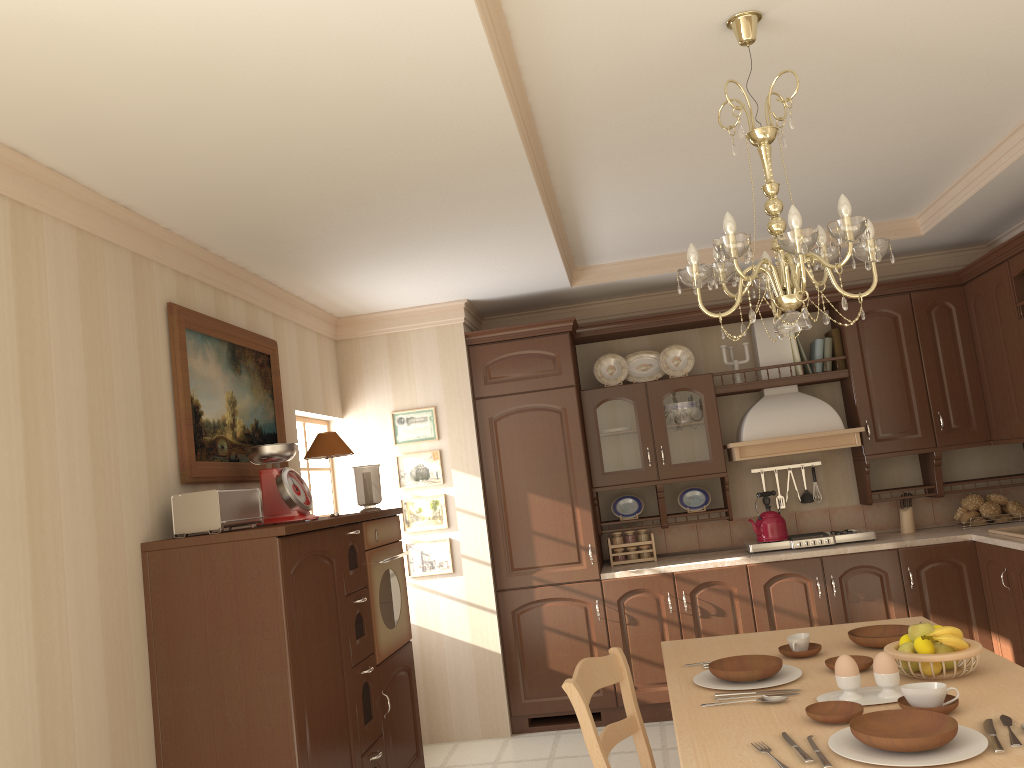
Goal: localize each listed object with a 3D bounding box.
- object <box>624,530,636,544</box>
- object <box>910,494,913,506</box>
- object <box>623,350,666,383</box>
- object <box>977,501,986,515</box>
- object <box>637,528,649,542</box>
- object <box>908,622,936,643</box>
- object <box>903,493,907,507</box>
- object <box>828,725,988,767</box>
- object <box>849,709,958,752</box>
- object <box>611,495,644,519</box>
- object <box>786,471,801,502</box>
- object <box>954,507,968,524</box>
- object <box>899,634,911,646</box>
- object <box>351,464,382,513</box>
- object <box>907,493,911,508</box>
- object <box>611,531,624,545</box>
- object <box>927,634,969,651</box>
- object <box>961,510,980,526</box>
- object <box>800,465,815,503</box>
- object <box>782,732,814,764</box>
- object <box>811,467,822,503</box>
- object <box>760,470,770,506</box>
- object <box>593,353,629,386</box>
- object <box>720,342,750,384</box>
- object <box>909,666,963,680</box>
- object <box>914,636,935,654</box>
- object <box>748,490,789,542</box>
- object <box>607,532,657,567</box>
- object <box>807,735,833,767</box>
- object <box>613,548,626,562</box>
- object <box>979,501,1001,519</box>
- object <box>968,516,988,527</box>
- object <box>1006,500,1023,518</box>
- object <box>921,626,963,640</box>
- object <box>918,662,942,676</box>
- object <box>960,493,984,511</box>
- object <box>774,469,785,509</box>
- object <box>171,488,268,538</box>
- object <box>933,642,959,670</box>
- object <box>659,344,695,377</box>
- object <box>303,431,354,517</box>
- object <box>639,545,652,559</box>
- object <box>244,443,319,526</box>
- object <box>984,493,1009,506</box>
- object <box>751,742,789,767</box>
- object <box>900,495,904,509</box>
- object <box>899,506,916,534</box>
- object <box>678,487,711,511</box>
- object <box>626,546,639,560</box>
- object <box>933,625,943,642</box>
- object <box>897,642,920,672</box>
[{"bbox_3d":[0.724,0.937,5.434,0.068,0.088,0.068,-10,-7,23],"label":"object"},{"bbox_3d":[2.382,0.737,5.296,0.050,0.159,0.022,-4,-7,-23],"label":"object"},{"bbox_3d":[0.826,-0.111,5.562,0.342,0.209,0.073,-8,-7,8],"label":"object"},{"bbox_3d":[2.755,0.729,5.215,0.113,0.092,0.110,-3,-8,-31],"label":"object"},{"bbox_3d":[0.801,0.928,5.431,0.068,0.088,0.068,-10,-7,23],"label":"object"},{"bbox_3d":[1.078,0.658,2.329,0.068,0.061,0.069,-10,-7,23],"label":"object"},{"bbox_3d":[2.351,0.746,5.298,0.052,0.191,0.027,-2,-8,-37],"label":"object"},{"bbox_3d":[0.797,0.726,1.793,0.299,0.009,0.299,-5,-7,-14],"label":"object"},{"bbox_3d":[0.794,0.708,1.795,0.204,0.042,0.204,-4,-7,-23],"label":"object"},{"bbox_3d":[0.715,0.760,5.495,0.202,0.143,0.071,-7,-7,5],"label":"object"},{"bbox_3d":[1.722,0.631,5.473,0.089,0.195,0.005,-8,-7,7],"label":"object"},{"bbox_3d":[2.653,0.771,5.216,0.123,0.109,0.092,-4,-7,-25],"label":"object"},{"bbox_3d":[1.058,0.692,2.366,0.045,0.047,0.055,-12,-8,39],"label":"object"},{"bbox_3d":[-0.697,0.507,4.295,0.144,0.220,0.144,-6,-7,-10],"label":"object"},{"bbox_3d":[2.359,0.747,5.265,0.053,0.198,0.027,-6,-7,-9],"label":"object"},{"bbox_3d":[0.646,0.947,5.437,0.068,0.088,0.068,-10,-7,23],"label":"object"},{"bbox_3d":[1.125,0.672,2.254,0.064,0.094,0.176,-13,-9,43],"label":"object"},{"bbox_3d":[2.659,0.780,5.144,0.114,0.092,0.104,-2,-8,-36],"label":"object"},{"bbox_3d":[1.808,0.619,5.475,0.088,0.236,0.028,-8,-7,7],"label":"object"},{"bbox_3d":[0.593,0.759,1.858,0.018,0.008,0.212,-7,-6,1],"label":"object"},{"bbox_3d":[1.867,0.621,5.454,0.049,0.219,0.049,-5,-7,-15],"label":"object"},{"bbox_3d":[1.564,0.646,5.491,0.048,0.231,0.015,-8,-7,8],"label":"object"},{"bbox_3d":[0.617,-0.092,5.531,0.220,0.210,0.068,-7,-7,5],"label":"object"},{"bbox_3d":[1.366,-0.117,5.462,0.163,0.248,0.174,-3,-8,-30],"label":"object"},{"bbox_3d":[1.101,0.747,2.303,0.128,0.011,0.128,-1,-9,-42],"label":"object"},{"bbox_3d":[1.056,0.673,2.270,0.045,0.053,0.051,-6,-7,-5],"label":"object"},{"bbox_3d":[1.490,0.767,5.155,0.181,0.282,0.227,-11,-7,30],"label":"object"},{"bbox_3d":[0.731,1.009,5.427,0.276,0.170,0.140,-7,-6,2],"label":"object"},{"bbox_3d":[0.628,0.750,1.815,0.022,0.008,0.218,-8,-7,9],"label":"object"},{"bbox_3d":[0.658,1.046,5.426,0.068,0.088,0.068,-10,-7,23],"label":"object"},{"bbox_3d":[2.755,0.726,5.114,0.110,0.102,0.115,-12,-8,36],"label":"object"},{"bbox_3d":[2.704,0.796,5.158,0.114,0.058,0.119,-3,-7,-28],"label":"object"},{"bbox_3d":[2.899,0.719,5.094,0.117,0.106,0.097,-2,-8,-37],"label":"object"},{"bbox_3d":[1.121,0.657,2.276,0.184,0.085,0.066,0,-9,-45],"label":"object"},{"bbox_3d":[1.062,0.718,2.253,0.055,0.046,0.046,-12,-8,40],"label":"object"},{"bbox_3d":[2.686,0.690,5.174,0.118,0.105,0.100,-7,-6,2],"label":"object"},{"bbox_3d":[1.648,0.648,5.482,0.051,0.245,0.003,-8,-7,7],"label":"object"},{"bbox_3d":[-1.055,0.464,3.228,0.192,0.150,0.360,-8,-7,7],"label":"object"},{"bbox_3d":[1.111,0.701,2.285,0.077,0.065,0.076,-5,-7,-16],"label":"object"},{"bbox_3d":[1.017,-0.146,5.482,0.220,0.210,0.068,-7,-7,5],"label":"object"},{"bbox_3d":[-0.840,0.418,4.107,0.237,0.388,0.235,-9,-7,19],"label":"object"},{"bbox_3d":[0.813,1.027,5.419,0.068,0.088,0.068,-10,-7,23],"label":"object"},{"bbox_3d":[-0.950,0.409,3.627,0.263,0.317,0.218,-8,-7,11],"label":"object"},{"bbox_3d":[2.826,0.675,5.174,0.112,0.078,0.125,-7,-6,1],"label":"object"},{"bbox_3d":[0.533,0.763,1.813,0.028,0.004,0.218,-7,-6,-3],"label":"object"},{"bbox_3d":[2.327,0.758,5.281,0.053,0.198,0.027,-6,-7,-9],"label":"object"},{"bbox_3d":[2.352,0.805,5.267,0.151,0.148,0.078,0,-9,-45],"label":"object"},{"bbox_3d":[1.119,0.705,5.443,0.202,0.143,0.071,-7,-7,5],"label":"object"},{"bbox_3d":[0.736,1.036,5.423,0.068,0.088,0.068,-10,-7,23],"label":"object"},{"bbox_3d":[1.127,0.662,2.350,0.047,0.046,0.054,-1,-9,-41],"label":"object"},{"bbox_3d":[1.042,0.711,2.310,0.074,0.076,0.072,-5,-7,-18],"label":"object"}]
